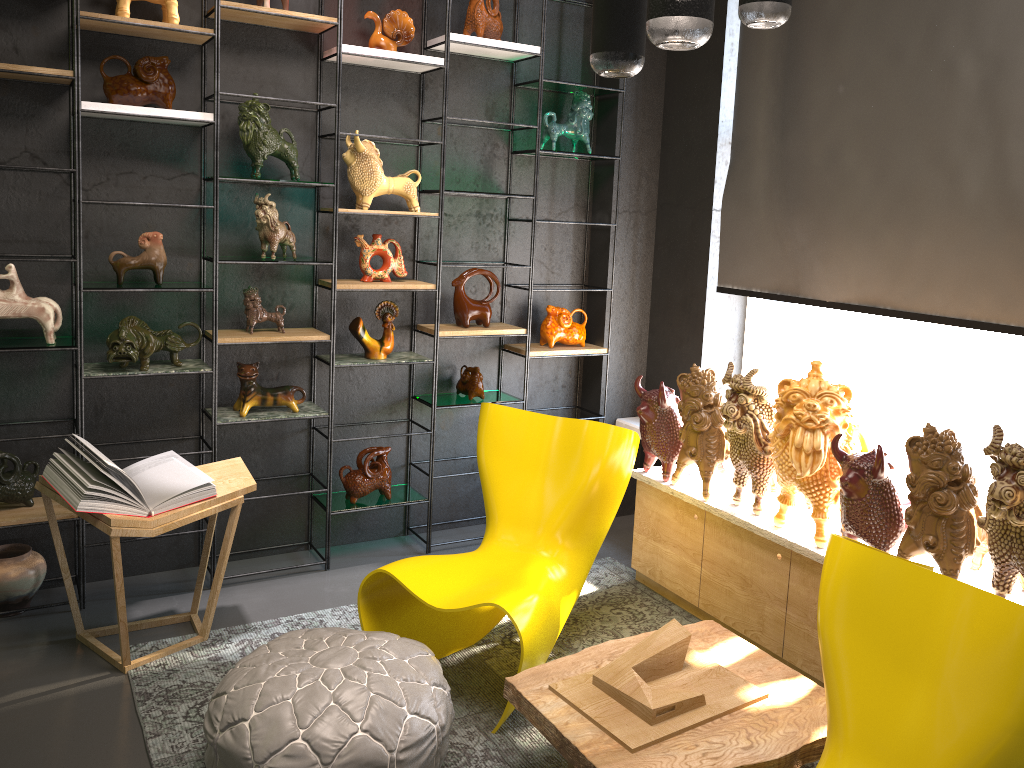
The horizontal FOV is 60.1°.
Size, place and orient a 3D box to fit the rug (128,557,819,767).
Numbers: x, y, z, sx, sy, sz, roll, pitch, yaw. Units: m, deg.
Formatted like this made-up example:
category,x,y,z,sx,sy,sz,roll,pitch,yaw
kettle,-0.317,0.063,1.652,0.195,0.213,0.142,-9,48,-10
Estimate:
category,x,y,z,sx,sy,sz,roll,pitch,yaw
rug,0.414,1.241,2.208,2.192,0.010,3.631,-3,12,-29

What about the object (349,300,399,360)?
category,x,y,z,sx,sy,sz,roll,pitch,yaw
object,-0.631,-0.253,4.094,0.227,0.268,0.124,-2,9,-30

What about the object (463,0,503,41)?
category,x,y,z,sx,sy,sz,roll,pitch,yaw
object,-0.123,-1.731,4.171,0.126,0.247,0.255,7,10,30

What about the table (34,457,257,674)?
category,x,y,z,sx,sy,sz,roll,pitch,yaw
table,-1.311,0.658,3.212,0.734,0.613,0.501,-2,10,-29

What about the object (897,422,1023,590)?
category,x,y,z,sx,sy,sz,roll,pitch,yaw
object,1.431,0.389,2.764,0.475,0.540,0.251,-1,8,-22

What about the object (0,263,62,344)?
category,x,y,z,sx,sy,sz,roll,pitch,yaw
object,-1.898,-0.306,3.356,0.341,0.301,0.166,-1,9,-25

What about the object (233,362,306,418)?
category,x,y,z,sx,sy,sz,roll,pitch,yaw
object,-1.050,0.012,3.871,0.309,0.233,0.157,-2,9,-26

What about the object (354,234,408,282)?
category,x,y,z,sx,sy,sz,roll,pitch,yaw
object,-0.604,-0.579,4.080,0.267,0.221,0.060,-2,9,-29

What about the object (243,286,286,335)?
category,x,y,z,sx,sy,sz,roll,pitch,yaw
object,-1.075,-0.322,3.847,0.183,0.208,0.097,-2,9,-27

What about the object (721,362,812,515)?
category,x,y,z,sx,sy,sz,roll,pitch,yaw
object,0.987,0.204,3.479,0.430,0.574,0.273,-3,10,-37

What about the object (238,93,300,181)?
category,x,y,z,sx,sy,sz,roll,pitch,yaw
object,-1.030,-1.042,3.740,0.255,0.353,0.169,-1,8,-25

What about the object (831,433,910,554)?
category,x,y,z,sx,sy,sz,roll,pitch,yaw
object,1.267,0.384,2.957,0.463,0.437,0.221,-1,9,-25

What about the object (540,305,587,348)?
category,x,y,z,sx,sy,sz,roll,pitch,yaw
object,0.275,-0.303,4.613,0.278,0.220,0.140,-3,10,-29

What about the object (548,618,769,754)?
category,x,y,z,sx,sy,sz,roll,pitch,yaw
object,0.419,0.810,2.499,0.521,0.135,0.353,-5,13,-34

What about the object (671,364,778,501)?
category,x,y,z,sx,sy,sz,roll,pitch,yaw
object,0.904,0.188,3.686,0.475,0.540,0.251,-1,8,-22

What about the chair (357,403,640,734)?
category,x,y,z,sx,sy,sz,roll,pitch,yaw
chair,0.030,0.565,3.311,0.661,0.888,1.076,7,10,30

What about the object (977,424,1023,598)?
category,x,y,z,sx,sy,sz,roll,pitch,yaw
object,1.514,0.405,2.556,0.430,0.574,0.273,-3,10,-37

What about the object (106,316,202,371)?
category,x,y,z,sx,sy,sz,roll,pitch,yaw
object,-1.484,-0.175,3.601,0.192,0.218,0.405,7,11,29

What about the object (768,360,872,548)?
category,x,y,z,sx,sy,sz,roll,pitch,yaw
object,1.135,0.230,3.193,0.469,0.649,0.310,-1,8,-25

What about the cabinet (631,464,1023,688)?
category,x,y,z,sx,sy,sz,roll,pitch,yaw
cabinet,1.361,0.889,2.900,0.405,0.525,2.756,-2,12,-29

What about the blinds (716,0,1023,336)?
category,x,y,z,sx,sy,sz,roll,pitch,yaw
blinds,-0.100,-1.629,5.381,3.521,3.276,12.854,1,11,-9

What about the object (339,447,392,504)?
category,x,y,z,sx,sy,sz,roll,pitch,yaw
object,-0.688,0.424,4.146,0.253,0.247,0.127,-2,9,-30

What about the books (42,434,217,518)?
category,x,y,z,sx,sy,sz,roll,pitch,yaw
books,-1.371,0.314,3.176,0.483,0.230,0.403,-7,14,-42

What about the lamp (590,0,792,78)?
category,x,y,z,sx,sy,sz,roll,pitch,yaw
lamp,-0.579,-1.743,1.276,2.679,2.252,2.870,5,10,14

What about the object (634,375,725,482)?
category,x,y,z,sx,sy,sz,roll,pitch,yaw
object,0.740,0.183,3.879,0.463,0.437,0.221,-1,9,-25

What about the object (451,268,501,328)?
category,x,y,z,sx,sy,sz,roll,pitch,yaw
object,-0.187,-0.422,4.329,0.249,0.287,0.115,-2,9,-30

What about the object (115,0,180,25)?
category,x,y,z,sx,sy,sz,roll,pitch,yaw
object,-1.431,-1.580,3.445,0.376,0.360,0.171,-3,10,-34

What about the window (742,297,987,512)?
category,x,y,z,sx,sy,sz,roll,pitch,yaw
window,1.845,-1.084,3.511,0.051,3.138,2.329,-1,9,-30

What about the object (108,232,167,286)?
category,x,y,z,sx,sy,sz,roll,pitch,yaw
object,-1.501,-0.504,3.556,0.119,0.218,0.213,10,11,43

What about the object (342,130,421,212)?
category,x,y,z,sx,sy,sz,roll,pitch,yaw
object,-0.588,-0.955,4.002,0.369,0.348,0.176,-1,9,-25

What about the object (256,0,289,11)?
category,x,y,z,sx,sy,sz,roll,pitch,yaw
object,-1.000,-1.669,3.673,0.164,0.264,0.238,8,10,31

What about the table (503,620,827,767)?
category,x,y,z,sx,sy,sz,roll,pitch,yaw
table,0.470,1.031,2.530,0.830,0.306,0.701,-3,12,-30

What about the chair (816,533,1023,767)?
category,x,y,z,sx,sy,sz,roll,pitch,yaw
chair,0.810,0.866,1.930,1.071,0.888,0.663,-4,10,-35

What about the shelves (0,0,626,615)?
category,x,y,z,sx,sy,sz,roll,pitch,yaw
shelves,-0.807,-1.107,3.882,2.995,3.873,0.277,-2,8,-30

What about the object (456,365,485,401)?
category,x,y,z,sx,sy,sz,roll,pitch,yaw
object,-0.210,-0.016,4.402,0.105,0.167,0.212,-2,10,-30

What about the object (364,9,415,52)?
category,x,y,z,sx,sy,sz,roll,pitch,yaw
object,-0.546,-1.575,3.954,0.233,0.208,0.108,1,8,-13

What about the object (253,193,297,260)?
category,x,y,z,sx,sy,sz,roll,pitch,yaw
object,-1.021,-0.670,3.775,0.131,0.277,0.209,5,9,18

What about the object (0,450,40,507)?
category,x,y,z,sx,sy,sz,roll,pitch,yaw
object,-1.965,0.370,3.445,0.126,0.247,0.255,7,10,30

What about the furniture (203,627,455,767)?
category,x,y,z,sx,sy,sz,roll,pitch,yaw
furniture,-0.516,0.945,2.511,0.679,0.379,0.686,-3,11,-29

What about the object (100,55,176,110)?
category,x,y,z,sx,sy,sz,roll,pitch,yaw
object,-1.468,-1.188,3.475,0.278,0.220,0.140,-3,10,-30

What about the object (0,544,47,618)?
category,x,y,z,sx,sy,sz,roll,pitch,yaw
object,-1.974,0.771,3.469,0.266,0.237,0.267,-2,10,-30

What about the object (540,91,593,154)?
category,x,y,z,sx,sy,sz,roll,pitch,yaw
object,0.282,-1.333,4.478,0.290,0.329,0.153,-4,10,-37
